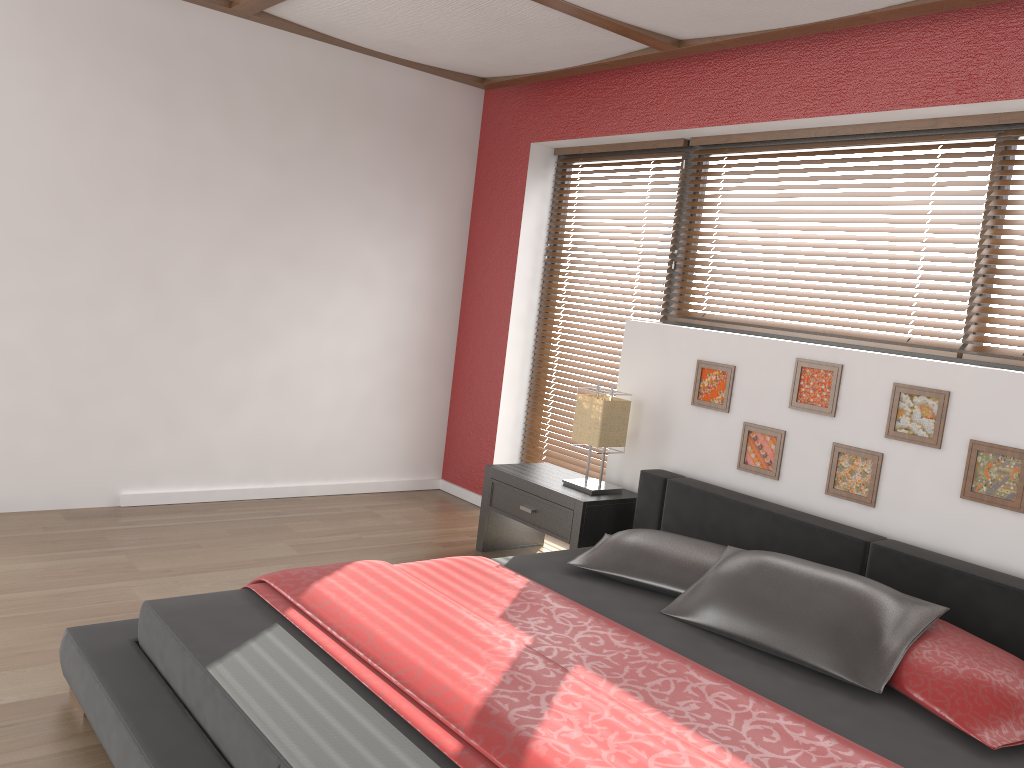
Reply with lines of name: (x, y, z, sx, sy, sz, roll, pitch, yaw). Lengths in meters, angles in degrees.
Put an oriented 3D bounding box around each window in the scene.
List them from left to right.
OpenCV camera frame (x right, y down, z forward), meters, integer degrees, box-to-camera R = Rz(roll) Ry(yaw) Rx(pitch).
window: (0.492, -0.278, 4.822, 0.020, 1.893, 0.889, 2, 8, -39)
window: (1.760, -0.516, 3.259, 0.020, 0.786, 2.817, 2, 8, -39)

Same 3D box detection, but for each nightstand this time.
nightstand: (0.212, 0.659, 4.172, 0.413, 0.423, 0.700, 2, 8, -39)

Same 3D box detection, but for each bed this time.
bed: (0.273, 0.762, 2.498, 2.413, 0.577, 2.469, 2, 8, -39)

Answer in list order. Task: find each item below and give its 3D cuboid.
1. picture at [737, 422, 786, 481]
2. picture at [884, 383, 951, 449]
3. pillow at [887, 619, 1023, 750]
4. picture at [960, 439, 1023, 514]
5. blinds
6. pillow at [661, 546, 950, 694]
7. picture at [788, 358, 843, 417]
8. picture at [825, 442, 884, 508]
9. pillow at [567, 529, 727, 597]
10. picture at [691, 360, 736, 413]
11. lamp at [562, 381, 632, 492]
picture: (1.008, 0.270, 3.593, 0.010, 0.200, 0.200, 2, 8, -39)
picture: (1.413, 0.109, 3.098, 0.010, 0.200, 0.200, 2, 8, -39)
pillow: (1.209, 0.785, 2.481, 0.418, 0.172, 0.745, 5, 6, -20)
picture: (1.577, 0.298, 2.886, 0.010, 0.200, 0.200, 2, 8, -39)
blinds: (1.637, 0.053, 3.278, 0.032, 1.952, 4.840, 2, 8, -39)
pillow: (0.860, 0.669, 2.696, 0.386, 0.241, 0.744, 1, 8, -43)
picture: (1.166, 0.011, 3.409, 0.010, 0.200, 0.200, 2, 8, -39)
picture: (1.262, 0.334, 3.276, 0.010, 0.200, 0.200, 2, 8, -39)
pillow: (0.605, 0.644, 3.151, 0.745, 0.172, 0.418, 10, 7, 26)
picture: (0.859, 0.008, 3.790, 0.010, 0.200, 0.200, 2, 8, -39)
lamp: (0.396, 0.229, 4.027, 0.200, 0.480, 0.200, 2, 8, -39)
